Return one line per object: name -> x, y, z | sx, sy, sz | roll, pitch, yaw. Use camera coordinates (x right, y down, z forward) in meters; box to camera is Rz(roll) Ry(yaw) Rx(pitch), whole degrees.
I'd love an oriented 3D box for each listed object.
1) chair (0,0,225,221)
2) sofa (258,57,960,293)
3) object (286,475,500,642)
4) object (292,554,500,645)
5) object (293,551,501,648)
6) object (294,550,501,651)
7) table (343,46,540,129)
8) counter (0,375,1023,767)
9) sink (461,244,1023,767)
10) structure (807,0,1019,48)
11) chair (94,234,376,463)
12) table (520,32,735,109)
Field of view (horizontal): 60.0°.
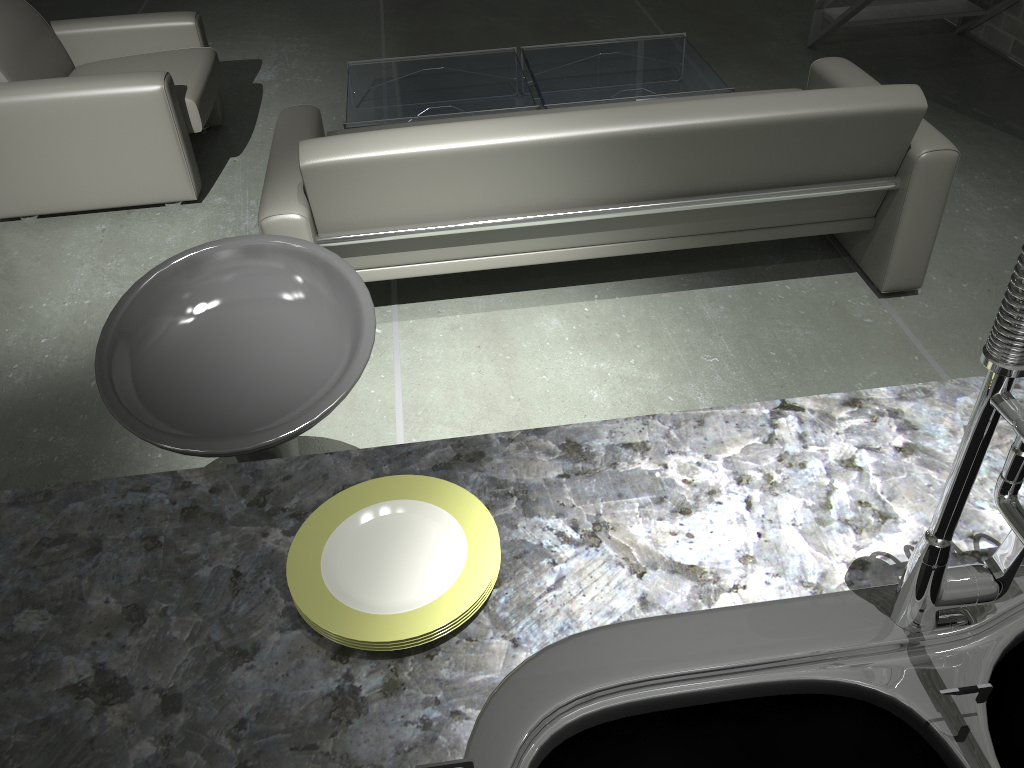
chair -> -1.754, -1.265, 3.817 | 0.910, 0.717, 0.963 | -6, 39, -4
sofa -> 0.265, -0.726, 3.016 | 2.114, 0.717, 0.902 | -6, 39, -4
object -> -0.120, 0.175, 0.908 | 0.216, 0.017, 0.217 | 15, 42, 21
object -> -0.120, 0.179, 0.911 | 0.216, 0.017, 0.217 | 15, 42, 21
object -> -0.120, 0.183, 0.914 | 0.216, 0.017, 0.217 | 15, 42, 21
object -> -0.119, 0.186, 0.917 | 0.216, 0.017, 0.217 | 15, 42, 21
table -> -0.332, -1.248, 4.054 | 0.820, 0.270, 0.800 | -6, 39, -4
counter -> -0.208, 0.740, 1.017 | 4.400, 0.960, 0.900 | -6, 39, -4
sink -> 0.434, 0.186, 0.531 | 0.987, 1.023, 0.546 | -6, 39, -4
structure -> 2.248, -2.216, 1.917 | 0.902, 4.246, 4.345 | -6, 39, -4
chair -> -0.438, 0.237, 1.707 | 0.457, 0.931, 0.464 | 2, 39, 7
table -> 0.499, -1.342, 4.114 | 0.820, 0.270, 0.800 | -6, 39, -4
